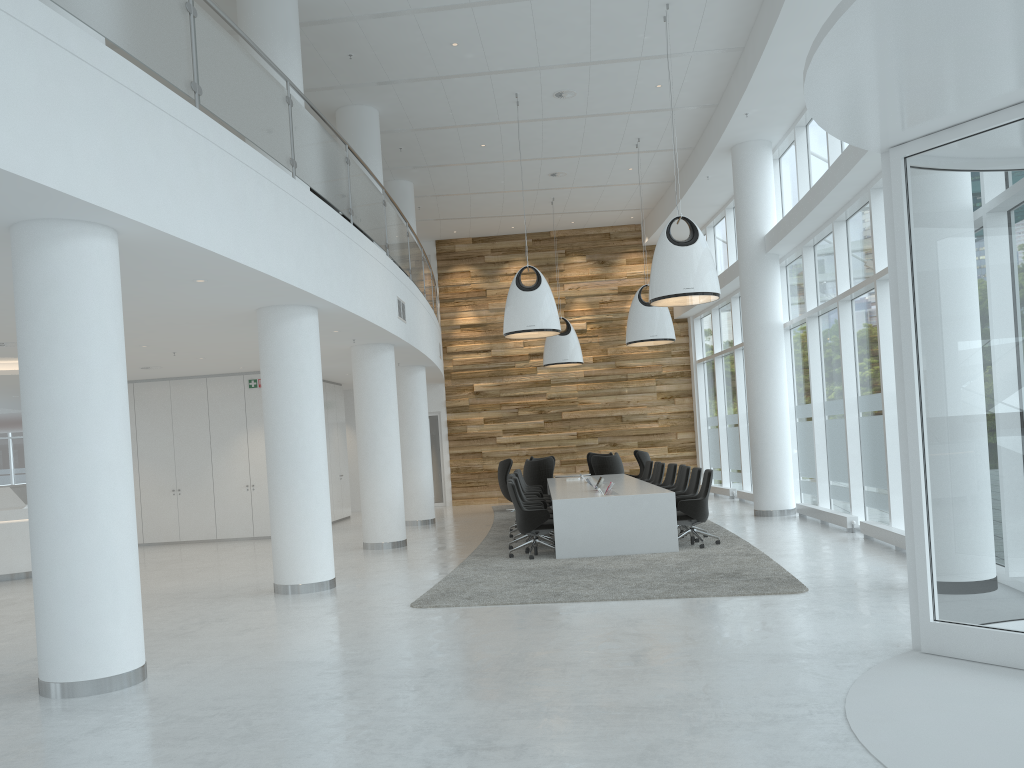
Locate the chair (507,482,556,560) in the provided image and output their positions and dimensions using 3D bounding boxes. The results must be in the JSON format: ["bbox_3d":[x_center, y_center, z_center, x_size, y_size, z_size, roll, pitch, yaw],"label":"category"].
[{"bbox_3d":[0.268,1.719,11.307,0.674,0.966,0.686,-4,-1,-4],"label":"chair"}]

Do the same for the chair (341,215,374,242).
[{"bbox_3d":[-2.418,-2.106,12.586,0.913,1.152,0.919,-4,-1,-5],"label":"chair"}]

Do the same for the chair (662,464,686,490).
[{"bbox_3d":[2.412,1.745,13.716,0.674,0.966,0.686,-4,-1,6],"label":"chair"}]

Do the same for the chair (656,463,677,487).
[{"bbox_3d":[2.415,1.798,14.501,0.674,0.966,0.686,-4,-1,-4],"label":"chair"}]

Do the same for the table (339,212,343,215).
[{"bbox_3d":[-2.470,-1.959,11.708,0.798,0.754,0.801,-3,-2,-8],"label":"table"}]

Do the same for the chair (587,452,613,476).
[{"bbox_3d":[1.946,2.130,20.275,0.915,1.152,0.917,-4,-2,22],"label":"chair"}]

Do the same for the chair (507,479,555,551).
[{"bbox_3d":[0.260,1.779,12.184,0.674,0.966,0.686,-4,-1,1],"label":"chair"}]

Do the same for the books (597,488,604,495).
[{"bbox_3d":[1.220,1.499,11.894,0.143,0.226,0.204,-4,-2,1],"label":"books"}]

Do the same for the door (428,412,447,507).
[{"bbox_3d":[-2.615,1.956,22.519,1.806,2.400,0.132,-4,0,4],"label":"door"}]

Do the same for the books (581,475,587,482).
[{"bbox_3d":[1.356,1.796,16.427,0.139,0.223,0.162,-4,-1,2],"label":"books"}]

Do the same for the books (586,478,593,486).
[{"bbox_3d":[1.302,1.670,14.668,0.153,0.238,0.191,-4,-1,1],"label":"books"}]

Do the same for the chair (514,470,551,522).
[{"bbox_3d":[0.365,2.040,16.099,0.674,0.966,0.686,-4,-1,1],"label":"chair"}]

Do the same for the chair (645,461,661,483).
[{"bbox_3d":[2.420,1.904,16.052,0.674,0.966,0.686,-4,-1,1],"label":"chair"}]

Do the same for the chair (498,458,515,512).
[{"bbox_3d":[0.163,2.180,19.311,0.916,1.152,0.915,-3,-1,-8],"label":"chair"}]

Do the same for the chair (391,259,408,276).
[{"bbox_3d":[-2.307,-1.857,16.346,0.913,1.152,0.919,-3,-1,-8],"label":"chair"}]

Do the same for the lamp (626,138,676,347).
[{"bbox_3d":[2.358,-2.538,15.821,0.886,3.646,0.882,-4,0,45],"label":"lamp"}]

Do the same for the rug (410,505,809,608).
[{"bbox_3d":[1.242,2.360,14.465,3.939,0.010,13.468,-4,-4,2],"label":"rug"}]

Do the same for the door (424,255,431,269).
[{"bbox_3d":[-2.871,-1.997,22.515,1.806,2.400,0.132,-4,0,4],"label":"door"}]

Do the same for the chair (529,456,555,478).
[{"bbox_3d":[0.782,2.208,20.305,0.912,1.152,0.920,-3,-2,-38],"label":"chair"}]

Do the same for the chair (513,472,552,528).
[{"bbox_3d":[0.352,1.985,15.279,0.674,0.966,0.686,-4,-1,1],"label":"chair"}]

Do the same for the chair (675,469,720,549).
[{"bbox_3d":[2.289,1.590,11.324,0.674,0.966,0.686,-4,-1,6],"label":"chair"}]

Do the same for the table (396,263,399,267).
[{"bbox_3d":[-2.314,-1.713,15.465,0.801,0.754,0.798,-5,-3,41],"label":"table"}]

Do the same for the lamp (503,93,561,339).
[{"bbox_3d":[0.192,-2.559,13.463,0.882,3.646,0.886,-4,0,-43],"label":"lamp"}]

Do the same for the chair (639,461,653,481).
[{"bbox_3d":[2.412,1.964,16.929,0.674,0.966,0.686,-4,-1,-4],"label":"chair"}]

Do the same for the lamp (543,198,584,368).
[{"bbox_3d":[0.998,-2.215,19.267,0.886,3.646,0.882,-4,0,40],"label":"lamp"}]

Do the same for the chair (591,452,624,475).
[{"bbox_3d":[1.882,1.996,18.245,0.912,1.152,0.920,-3,-2,-38],"label":"chair"}]

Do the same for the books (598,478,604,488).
[{"bbox_3d":[1.404,1.637,14.328,0.158,0.241,0.353,-4,-3,1],"label":"books"}]

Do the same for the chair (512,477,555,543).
[{"bbox_3d":[0.327,1.830,12.996,0.674,0.966,0.686,-4,-1,1],"label":"chair"}]

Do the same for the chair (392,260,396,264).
[{"bbox_3d":[-2.378,-1.969,14.638,0.913,1.152,0.919,-3,-2,-11],"label":"chair"}]

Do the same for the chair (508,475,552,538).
[{"bbox_3d":[0.265,1.885,13.735,0.674,0.966,0.686,-4,-1,-4],"label":"chair"}]

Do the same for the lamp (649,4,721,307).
[{"bbox_3d":[2.026,-2.845,11.002,0.882,3.646,0.886,-4,0,-43],"label":"lamp"}]

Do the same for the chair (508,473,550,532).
[{"bbox_3d":[0.268,1.938,14.520,0.674,0.966,0.686,-4,-1,6],"label":"chair"}]

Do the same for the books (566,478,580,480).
[{"bbox_3d":[1.115,1.730,16.162,0.224,0.026,0.264,-4,-4,11],"label":"books"}]

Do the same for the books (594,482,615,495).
[{"bbox_3d":[1.297,1.518,12.387,0.231,0.275,0.597,-4,-3,22],"label":"books"}]

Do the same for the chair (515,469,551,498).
[{"bbox_3d":[0.391,2.093,16.912,0.674,0.966,0.686,-4,-1,6],"label":"chair"}]

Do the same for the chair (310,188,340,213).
[{"bbox_3d":[-2.576,-2.212,10.884,0.913,1.152,0.919,-3,-1,-8],"label":"chair"}]

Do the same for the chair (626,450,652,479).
[{"bbox_3d":[2.579,2.021,19.268,0.916,1.152,0.915,-3,-1,-8],"label":"chair"}]

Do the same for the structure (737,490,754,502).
[{"bbox_3d":[4.697,2.199,16.885,0.150,0.213,2.694,-4,-4,0],"label":"structure"}]

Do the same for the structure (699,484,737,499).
[{"bbox_3d":[4.631,2.419,20.046,0.150,0.213,2.694,-4,-4,-3],"label":"structure"}]

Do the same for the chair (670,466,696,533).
[{"bbox_3d":[2.328,1.699,12.957,0.674,0.966,0.686,-4,-1,1],"label":"chair"}]

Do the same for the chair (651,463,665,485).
[{"bbox_3d":[2.353,1.853,15.240,0.674,0.966,0.686,-4,-1,1],"label":"chair"}]

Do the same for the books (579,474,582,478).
[{"bbox_3d":[1.360,1.811,16.765,0.153,0.241,0.183,-4,-1,2],"label":"books"}]

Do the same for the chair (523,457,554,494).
[{"bbox_3d":[0.702,2.076,18.306,0.915,1.152,0.917,-4,-2,22],"label":"chair"}]

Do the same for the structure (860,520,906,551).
[{"bbox_3d":[4.304,1.741,9.793,0.150,0.213,2.692,-4,-4,6],"label":"structure"}]

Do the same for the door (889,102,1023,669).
[{"bbox_3d":[3.611,-0.090,3.775,2.998,3.109,2.998,-4,-2,11],"label":"door"}]

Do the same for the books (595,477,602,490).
[{"bbox_3d":[1.387,1.619,14.310,0.139,0.229,0.357,-4,-3,1],"label":"books"}]

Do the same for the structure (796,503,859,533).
[{"bbox_3d":[4.577,1.939,12.958,0.150,0.213,2.693,-4,-4,3],"label":"structure"}]

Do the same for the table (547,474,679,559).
[{"bbox_3d":[1.362,1.958,14.121,1.500,0.738,6.567,-4,-4,1],"label":"table"}]

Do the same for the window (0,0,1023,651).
[{"bbox_3d":[-15.672,0.688,19.114,63.090,6.137,30.778,-7,-5,41],"label":"window"}]

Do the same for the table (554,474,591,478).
[{"bbox_3d":[1.337,2.325,19.268,0.801,0.696,0.799,-5,-2,26],"label":"table"}]

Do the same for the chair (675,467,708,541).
[{"bbox_3d":[2.315,1.644,12.137,0.674,0.966,0.686,-4,-1,1],"label":"chair"}]
